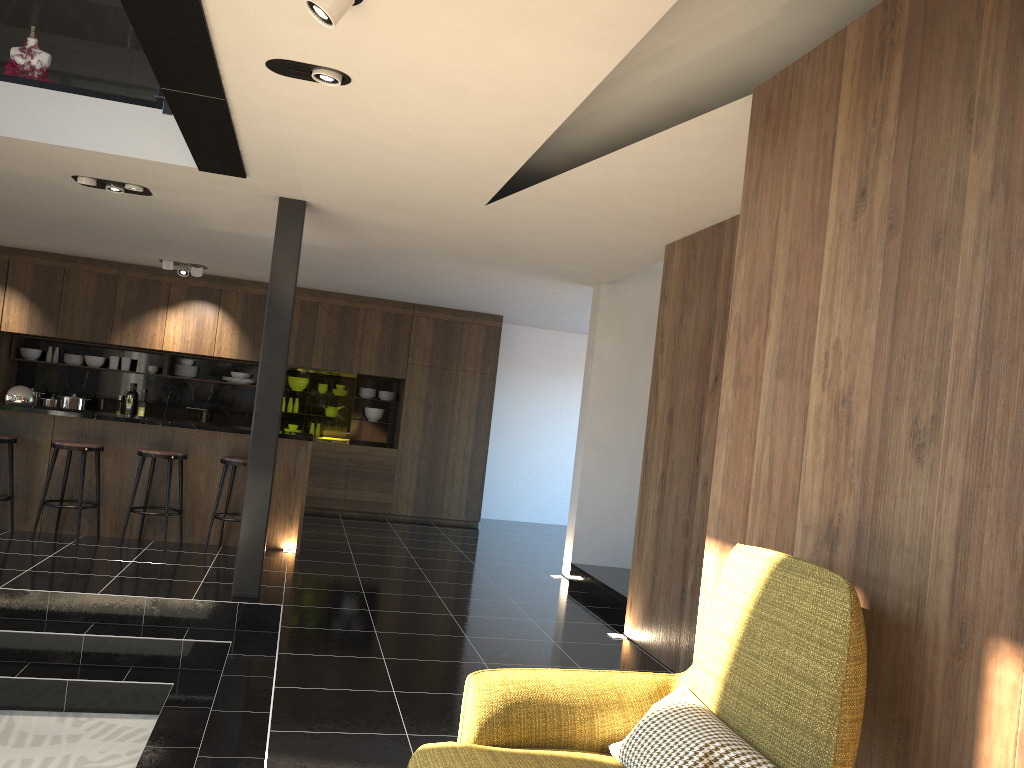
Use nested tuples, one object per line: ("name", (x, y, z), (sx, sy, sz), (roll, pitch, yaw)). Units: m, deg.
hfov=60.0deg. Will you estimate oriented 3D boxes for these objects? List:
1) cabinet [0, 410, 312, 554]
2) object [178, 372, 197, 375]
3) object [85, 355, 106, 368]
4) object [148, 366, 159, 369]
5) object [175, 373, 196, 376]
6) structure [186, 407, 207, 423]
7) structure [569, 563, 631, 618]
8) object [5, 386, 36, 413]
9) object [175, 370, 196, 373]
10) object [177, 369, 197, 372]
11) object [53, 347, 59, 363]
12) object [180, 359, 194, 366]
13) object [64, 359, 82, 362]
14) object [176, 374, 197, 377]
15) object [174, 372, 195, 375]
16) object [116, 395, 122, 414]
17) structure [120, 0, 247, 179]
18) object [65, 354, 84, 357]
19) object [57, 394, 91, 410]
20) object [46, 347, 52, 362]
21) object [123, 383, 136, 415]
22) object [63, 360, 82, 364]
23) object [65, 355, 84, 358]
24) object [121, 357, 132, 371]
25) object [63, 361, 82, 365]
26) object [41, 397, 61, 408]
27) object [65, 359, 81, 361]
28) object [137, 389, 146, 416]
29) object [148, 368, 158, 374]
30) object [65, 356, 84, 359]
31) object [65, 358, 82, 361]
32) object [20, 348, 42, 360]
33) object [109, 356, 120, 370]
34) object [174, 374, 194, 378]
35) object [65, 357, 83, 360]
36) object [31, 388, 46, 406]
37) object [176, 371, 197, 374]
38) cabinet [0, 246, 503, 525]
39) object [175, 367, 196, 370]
("cabinet", (-3.614, 0.796, 7.723), (3.565, 0.993, 0.698), (7, -2, -13))
("object", (-4.075, -0.127, 11.074), (0.269, 0.024, 0.269), (5, -3, 25))
("object", (-5.068, -0.264, 10.769), (0.234, 0.138, 0.234), (6, -2, 7))
("object", (-4.421, -0.183, 10.921), (0.122, 0.072, 0.122), (6, -2, 12))
("object", (-4.077, -0.108, 11.074), (0.269, 0.024, 0.269), (5, -3, 25))
("structure", (-3.839, 0.413, 10.749), (0.243, 0.231, 0.173), (7, -2, -13))
("structure", (2.392, 0.342, 5.027), (1.964, 3.016, 6.663), (7, -2, -13))
("object", (-4.112, 0.127, 7.418), (0.227, 0.228, 0.227), (5, -3, 38))
("object", (-4.073, -0.146, 11.075), (0.269, 0.024, 0.269), (5, -3, 25))
("object", (-4.071, -0.163, 11.075), (0.269, 0.024, 0.269), (5, -3, 25))
("object", (-5.483, -0.346, 10.672), (0.060, 0.185, 0.060), (8, -2, -44))
("object", (-4.063, -0.261, 11.077), (0.168, 0.087, 0.168), (6, -2, 7))
("object", (-5.295, -0.266, 10.708), (0.220, 0.033, 0.220), (7, -2, -16))
("object", (-4.078, -0.099, 11.073), (0.269, 0.024, 0.269), (5, -3, 25))
("object", (-4.076, -0.119, 11.074), (0.269, 0.024, 0.269), (5, -3, 25))
("object", (-4.834, 0.280, 10.905), (0.058, 0.287, 0.058), (6, -2, 0))
("structure", (-2.336, -0.311, 1.580), (3.448, 4.866, 7.280), (7, -2, -14))
("object", (-5.287, -0.334, 10.709), (0.220, 0.033, 0.220), (7, -2, -16))
("object", (-5.149, 0.221, 10.411), (0.278, 0.218, 0.301), (6, -2, 20))
("object", (-5.556, -0.355, 10.655), (0.060, 0.185, 0.060), (6, -2, 18))
("object", (-4.729, 0.210, 10.934), (0.133, 0.451, 0.116), (7, -2, -13))
("object", (-5.296, -0.254, 10.707), (0.220, 0.033, 0.220), (7, -2, -16))
("object", (-5.288, -0.323, 10.709), (0.220, 0.033, 0.220), (7, -2, -16))
("object", (-4.715, -0.240, 10.828), (0.109, 0.161, 0.109), (6, -2, -1))
("object", (-5.298, -0.242, 10.707), (0.220, 0.033, 0.220), (7, -2, -16))
("object", (-5.428, 0.221, 10.464), (0.195, 0.143, 0.210), (5, -3, 35))
("object", (-5.294, -0.277, 10.708), (0.220, 0.033, 0.220), (7, -2, -16))
("object", (-4.580, 0.257, 10.976), (0.077, 0.394, 0.077), (5, -2, 29))
("object", (-4.424, -0.159, 10.920), (0.122, 0.072, 0.122), (6, -2, 12))
("object", (-5.290, -0.310, 10.709), (0.220, 0.033, 0.220), (7, -2, -16))
("object", (-5.292, -0.289, 10.708), (0.220, 0.033, 0.220), (7, -2, -16))
("object", (-5.759, -0.350, 10.608), (0.234, 0.138, 0.234), (7, -2, -10))
("object", (-4.845, -0.256, 10.798), (0.109, 0.161, 0.109), (7, -2, -31))
("object", (-4.079, -0.092, 11.073), (0.269, 0.024, 0.269), (5, -3, 25))
("object", (-5.291, -0.300, 10.708), (0.220, 0.033, 0.220), (7, -2, -16))
("object", (-5.692, 0.155, 10.496), (0.236, 0.218, 0.255), (5, -2, 35))
("object", (-4.074, -0.136, 11.074), (0.269, 0.024, 0.269), (5, -3, 25))
("cabinet", (-3.690, 0.066, 10.923), (6.895, 2.689, 0.869), (7, -2, -13))
("object", (-4.069, -0.181, 11.076), (0.269, 0.024, 0.269), (5, -3, 25))
